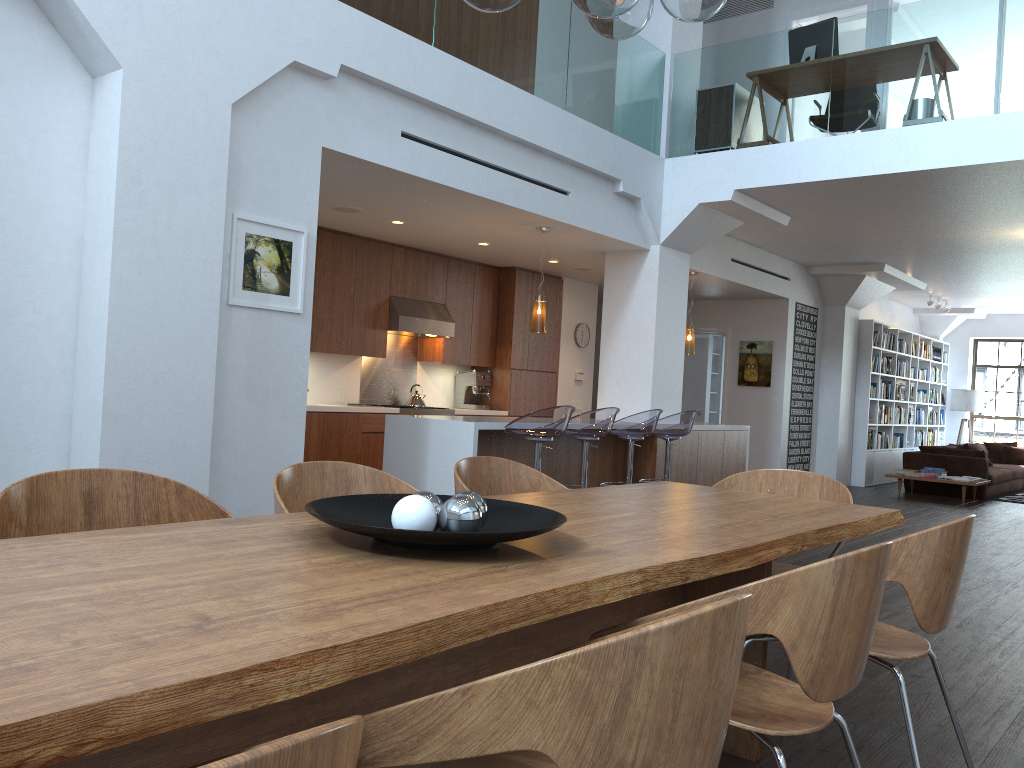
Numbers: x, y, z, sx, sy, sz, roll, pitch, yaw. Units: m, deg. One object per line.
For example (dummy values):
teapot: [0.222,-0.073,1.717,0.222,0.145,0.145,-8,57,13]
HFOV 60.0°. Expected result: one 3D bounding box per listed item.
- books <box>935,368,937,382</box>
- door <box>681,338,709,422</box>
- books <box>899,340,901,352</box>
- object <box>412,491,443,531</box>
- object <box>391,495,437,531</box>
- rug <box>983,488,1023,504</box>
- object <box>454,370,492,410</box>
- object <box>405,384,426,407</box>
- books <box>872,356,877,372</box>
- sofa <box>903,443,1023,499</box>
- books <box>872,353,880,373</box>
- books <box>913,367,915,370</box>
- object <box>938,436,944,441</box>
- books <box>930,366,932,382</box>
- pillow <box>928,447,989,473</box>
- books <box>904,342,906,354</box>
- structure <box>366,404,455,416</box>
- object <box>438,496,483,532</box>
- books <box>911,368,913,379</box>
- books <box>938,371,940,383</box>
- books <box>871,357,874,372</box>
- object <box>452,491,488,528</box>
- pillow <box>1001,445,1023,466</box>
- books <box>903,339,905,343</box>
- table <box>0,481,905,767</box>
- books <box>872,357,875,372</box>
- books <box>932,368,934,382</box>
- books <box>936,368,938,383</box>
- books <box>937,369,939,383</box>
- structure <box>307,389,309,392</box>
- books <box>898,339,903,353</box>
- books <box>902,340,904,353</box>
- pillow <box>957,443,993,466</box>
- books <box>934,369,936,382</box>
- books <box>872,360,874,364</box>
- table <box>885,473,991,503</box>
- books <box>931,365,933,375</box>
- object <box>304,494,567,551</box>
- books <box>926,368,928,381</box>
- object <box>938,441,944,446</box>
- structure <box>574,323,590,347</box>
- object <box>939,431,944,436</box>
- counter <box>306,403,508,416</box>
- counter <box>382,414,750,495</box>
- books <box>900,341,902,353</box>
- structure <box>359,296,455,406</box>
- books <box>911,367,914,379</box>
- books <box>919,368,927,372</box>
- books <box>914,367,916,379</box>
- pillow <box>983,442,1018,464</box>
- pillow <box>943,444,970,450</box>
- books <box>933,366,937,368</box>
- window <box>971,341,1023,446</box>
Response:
books: [7.420,-0.153,15.708,0.183,0.253,0.034,3,-1,38]
door: [2.547,0.314,13.382,0.826,2.032,0.174,3,-1,39]
books: [6.040,-0.591,13.974,0.146,0.202,0.027,3,-1,39]
object: [-0.204,0.297,2.042,0.100,0.100,0.100,3,0,-6]
object: [-0.213,0.293,1.939,0.100,0.100,0.100,3,0,-6]
rug: [8.846,1.690,11.763,4.200,0.007,3.100,3,-1,40]
object: [-0.391,0.068,10.109,0.439,0.455,0.284,3,-1,39]
object: [-1.019,0.119,9.459,0.222,0.235,0.222,3,0,14]
books: [5.237,-0.289,12.999,0.172,0.235,0.112,3,-1,39]
sofa: [8.132,1.328,13.014,3.481,0.664,4.197,3,-1,39]
books: [5.343,-0.309,13.121,0.176,0.290,0.053,3,-1,39]
books: [6.586,-0.182,14.689,0.146,0.202,0.027,3,-1,39]
object: [7.651,0.988,16.151,0.331,0.088,0.410,3,-1,39]
books: [7.190,-0.184,15.446,0.198,0.284,0.066,3,-1,38]
pillow: [6.207,1.068,12.329,0.750,0.364,0.289,3,-1,38]
books: [6.226,-0.574,14.215,0.139,0.191,0.036,3,-1,39]
structure: [-1.085,0.691,9.173,0.662,0.919,0.811,3,-1,39]
object: [-0.114,0.296,1.956,0.100,0.100,0.100,3,0,-6]
books: [6.535,-0.171,14.615,0.126,0.173,0.032,3,-1,39]
books: [7.577,-0.128,15.908,0.161,0.223,0.026,3,-1,38]
books: [5.193,-0.283,12.955,0.161,0.218,0.101,3,-1,39]
object: [-0.105,0.298,2.057,0.100,0.100,0.100,3,0,-6]
pillow: [8.356,1.191,14.724,0.489,0.337,0.238,3,0,8]
books: [6.199,-0.595,14.186,0.140,0.231,0.042,3,-1,39]
table: [-0.198,0.728,2.017,1.012,0.750,3.803,3,-1,39]
books: [5.215,-0.288,12.976,0.152,0.232,0.104,3,-1,39]
books: [7.293,-0.161,15.560,0.183,0.253,0.034,3,-1,38]
books: [7.466,-0.153,15.777,0.180,0.259,0.060,3,-1,38]
books: [7.522,-0.146,15.857,0.183,0.253,0.034,3,-1,38]
structure: [-2.009,0.104,8.261,0.263,0.155,0.064,3,0,22]
books: [6.139,-0.599,14.109,0.140,0.231,0.042,3,-1,39]
books: [6.165,-0.595,14.151,0.158,0.226,0.052,3,-1,39]
pillow: [7.158,1.113,13.738,0.625,0.391,0.325,4,0,-35]
books: [7.386,-0.149,15.684,0.174,0.240,0.045,3,-1,38]
books: [5.147,-0.268,12.891,0.161,0.182,0.170,3,-1,39]
table: [5.639,1.373,11.761,1.100,0.271,0.853,3,-1,39]
books: [7.266,-0.182,15.527,0.176,0.290,0.053,3,-1,38]
object: [-0.172,0.321,2.024,0.592,0.066,0.592,3,0,-3]
books: [7.090,-0.162,15.320,0.158,0.226,0.052,3,-1,39]
object: [7.646,1.076,16.150,0.331,0.088,0.410,3,-1,39]
structure: [0.874,-0.605,11.036,0.040,0.300,0.300,3,-1,39]
object: [7.651,0.900,16.156,0.316,0.088,0.410,3,-1,39]
counter: [-1.653,0.229,8.485,0.600,0.050,4.387,3,-1,39]
counter: [0.496,0.744,6.410,3.039,0.860,8.182,3,0,10]
books: [6.088,-0.588,14.041,0.146,0.202,0.027,3,-1,39]
structure: [-1.079,-0.313,9.222,0.529,1.110,0.811,3,-1,39]
books: [6.569,-0.178,14.660,0.139,0.191,0.036,3,-1,39]
books: [7.062,-0.166,15.281,0.140,0.231,0.042,3,-1,39]
books: [6.609,-0.181,14.705,0.146,0.202,0.027,3,-1,39]
pillow: [8.269,1.169,14.920,0.580,0.418,0.334,3,0,12]
pillow: [6.346,1.036,12.560,0.269,0.411,0.559,3,0,-5]
books: [7.435,-0.171,15.741,0.176,0.290,0.036,3,-1,38]
window: [10.430,0.230,15.135,4.648,1.905,0.114,3,-1,39]
